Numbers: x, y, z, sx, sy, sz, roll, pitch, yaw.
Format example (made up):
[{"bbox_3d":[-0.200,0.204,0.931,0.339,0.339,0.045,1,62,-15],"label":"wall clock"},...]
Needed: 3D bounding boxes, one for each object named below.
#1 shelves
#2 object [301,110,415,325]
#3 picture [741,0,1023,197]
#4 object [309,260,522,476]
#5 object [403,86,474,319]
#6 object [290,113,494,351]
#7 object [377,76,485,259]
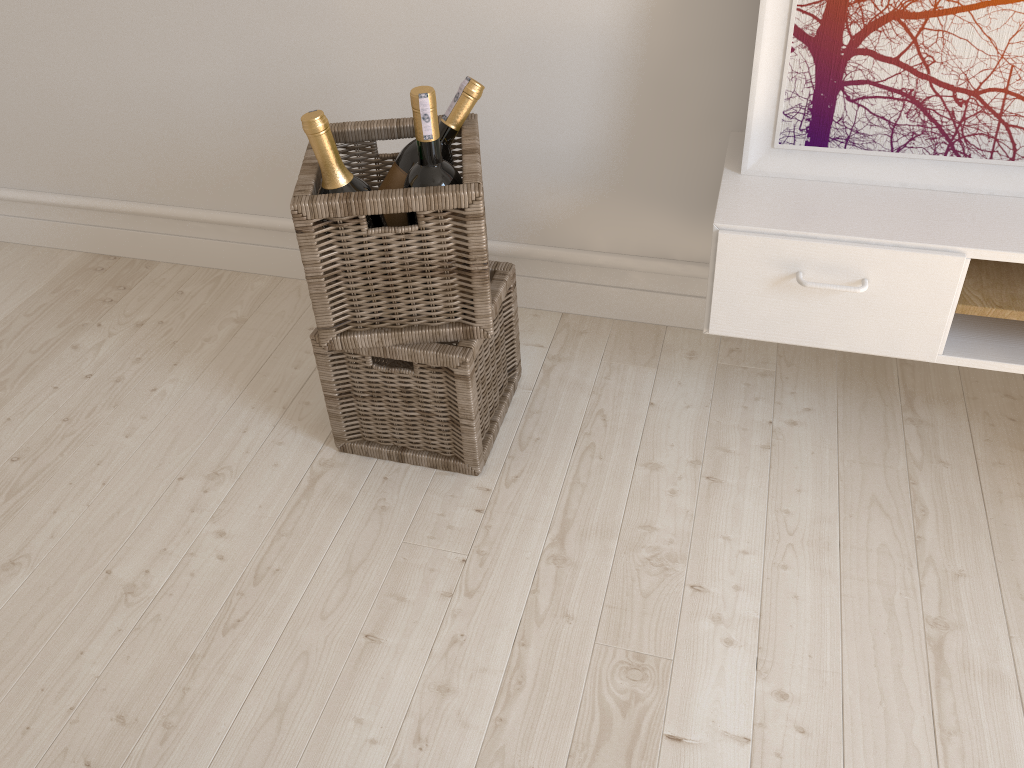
[{"bbox_3d":[0.881,-0.175,1.356,1.117,0.200,0.385,8,40,14],"label":"shelves"},{"bbox_3d":[-0.230,-0.250,1.352,0.127,0.344,0.099,-5,38,-1],"label":"object"},{"bbox_3d":[0.776,-0.773,1.063,0.856,1.107,0.171,8,39,15],"label":"picture"},{"bbox_3d":[-0.156,-0.048,1.591,0.277,0.258,0.288,8,40,14],"label":"object"},{"bbox_3d":[-0.116,-0.270,1.347,0.096,0.360,0.098,19,43,27],"label":"object"},{"bbox_3d":[-0.180,-0.253,1.441,0.276,0.258,0.289,-4,38,-1],"label":"object"},{"bbox_3d":[-0.167,-0.326,1.462,0.287,0.316,0.099,-18,40,-18],"label":"object"}]
